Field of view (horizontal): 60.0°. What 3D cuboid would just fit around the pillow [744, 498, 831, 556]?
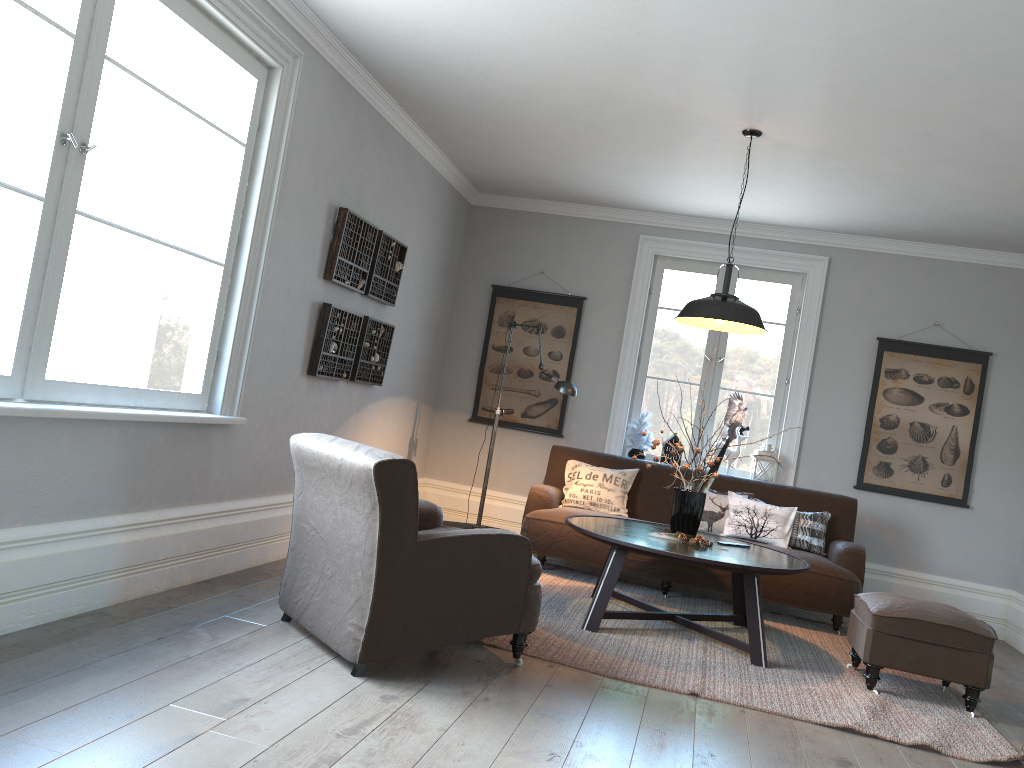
[{"bbox_3d":[1.849,0.953,5.934,0.542,0.288,0.183,9,-2,14],"label":"pillow"}]

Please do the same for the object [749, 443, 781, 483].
[{"bbox_3d":[1.890,0.602,6.633,0.193,0.322,0.193,9,-2,7],"label":"object"}]

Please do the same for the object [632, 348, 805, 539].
[{"bbox_3d":[1.106,0.330,4.709,0.853,1.066,0.525,10,-2,-16],"label":"object"}]

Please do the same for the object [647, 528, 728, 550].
[{"bbox_3d":[0.930,0.811,4.686,0.404,0.067,0.153,9,-2,31],"label":"object"}]

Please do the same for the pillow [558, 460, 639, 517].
[{"bbox_3d":[0.601,0.734,6.232,0.519,0.369,0.240,9,-2,13],"label":"pillow"}]

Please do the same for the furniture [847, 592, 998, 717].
[{"bbox_3d":[1.946,1.267,4.259,0.583,0.440,0.574,9,-2,13],"label":"furniture"}]

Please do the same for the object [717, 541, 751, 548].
[{"bbox_3d":[1.235,0.892,4.935,0.207,0.011,0.051,10,-2,-27],"label":"object"}]

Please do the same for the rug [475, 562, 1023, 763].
[{"bbox_3d":[0.892,1.286,4.790,2.819,0.090,2.399,9,-2,14],"label":"rug"}]

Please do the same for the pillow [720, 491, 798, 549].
[{"bbox_3d":[1.633,0.902,5.871,0.471,0.309,0.188,9,-2,14],"label":"pillow"}]

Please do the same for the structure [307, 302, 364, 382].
[{"bbox_3d":[-1.018,-0.233,5.165,0.086,0.416,0.467,9,-2,13],"label":"structure"}]

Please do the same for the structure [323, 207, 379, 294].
[{"bbox_3d":[-0.943,-0.770,5.180,0.099,0.416,0.467,9,-2,13],"label":"structure"}]

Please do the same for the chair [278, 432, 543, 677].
[{"bbox_3d":[-0.389,0.680,3.683,0.969,0.795,0.807,11,-2,-36],"label":"chair"}]

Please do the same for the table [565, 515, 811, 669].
[{"bbox_3d":[0.889,1.087,4.769,1.300,0.503,1.299,9,-2,6],"label":"table"}]

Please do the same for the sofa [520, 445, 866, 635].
[{"bbox_3d":[1.192,0.997,5.970,2.165,0.825,0.968,9,-2,13],"label":"sofa"}]

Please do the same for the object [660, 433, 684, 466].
[{"bbox_3d":[1.229,0.515,6.809,0.155,0.284,0.155,9,-2,3],"label":"object"}]

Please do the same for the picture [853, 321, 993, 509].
[{"bbox_3d":[3.010,0.186,6.483,0.793,1.313,0.057,9,-2,13],"label":"picture"}]

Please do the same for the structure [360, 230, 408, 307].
[{"bbox_3d":[-0.803,-0.734,5.697,0.105,0.416,0.468,9,-2,13],"label":"structure"}]

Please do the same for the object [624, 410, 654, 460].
[{"bbox_3d":[0.977,0.402,6.865,0.247,0.424,0.263,11,-2,-41],"label":"object"}]

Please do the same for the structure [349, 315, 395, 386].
[{"bbox_3d":[-0.897,-0.205,5.700,0.086,0.416,0.467,9,-2,13],"label":"structure"}]

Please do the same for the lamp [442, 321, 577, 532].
[{"bbox_3d":[-0.168,0.372,6.354,0.796,1.645,1.864,11,-2,-39],"label":"lamp"}]

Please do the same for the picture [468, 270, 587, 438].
[{"bbox_3d":[0.137,-0.280,7.159,0.793,1.313,0.057,9,-2,13],"label":"picture"}]

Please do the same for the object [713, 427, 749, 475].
[{"bbox_3d":[1.628,0.513,6.638,0.239,0.410,0.128,9,-2,9],"label":"object"}]

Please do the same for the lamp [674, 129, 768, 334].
[{"bbox_3d":[1.219,-0.846,4.834,0.503,1.076,0.504,11,-2,-29],"label":"lamp"}]

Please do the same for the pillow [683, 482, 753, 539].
[{"bbox_3d":[1.367,0.870,6.010,0.472,0.348,0.159,9,-2,11],"label":"pillow"}]
